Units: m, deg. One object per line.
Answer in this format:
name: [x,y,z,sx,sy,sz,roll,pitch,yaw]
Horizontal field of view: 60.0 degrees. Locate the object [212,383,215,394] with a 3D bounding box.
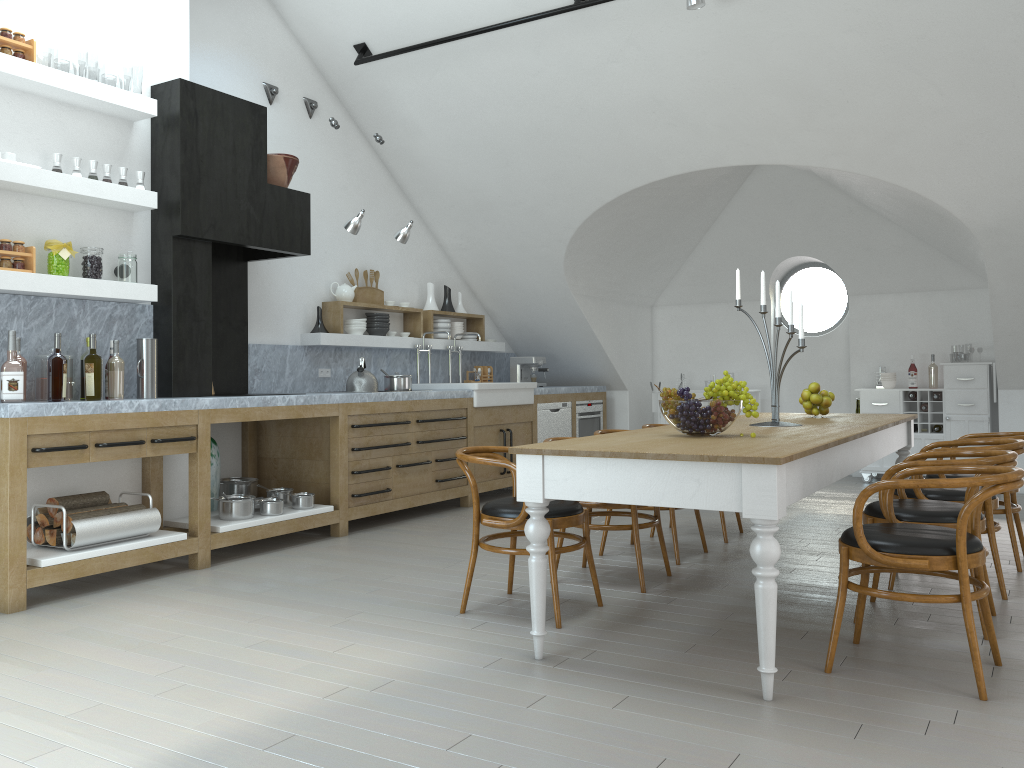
object: [-2.054,-0.132,5.893,0.148,0.427,0.078,0,-1,-24]

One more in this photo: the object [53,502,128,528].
object: [-2.195,0.684,4.628,0.101,0.087,0.362,-1,0,29]

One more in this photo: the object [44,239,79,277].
object: [-2.409,-0.663,4.697,0.128,0.199,0.163,-1,-1,26]

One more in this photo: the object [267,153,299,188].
object: [-1.642,-1.427,6.066,0.348,0.237,0.366,0,0,-41]

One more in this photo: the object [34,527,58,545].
object: [-2.290,0.769,4.699,0.091,0.089,0.455,-1,0,29]

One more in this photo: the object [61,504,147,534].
object: [-2.114,0.699,4.612,0.092,0.093,0.437,-1,0,29]

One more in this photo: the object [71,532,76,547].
object: [-2.072,0.776,4.594,0.067,0.067,0.422,-1,0,29]

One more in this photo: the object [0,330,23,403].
object: [-2.447,-0.083,4.339,0.088,0.360,0.085,0,-2,-37]

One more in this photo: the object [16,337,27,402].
object: [-2.484,-0.069,4.452,0.085,0.331,0.085,-2,-2,40]

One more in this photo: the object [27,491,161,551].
object: [-2.211,0.719,4.690,0.429,0.231,0.527,-1,0,29]

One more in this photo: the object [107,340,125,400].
object: [-2.157,-0.075,4.829,0.085,0.331,0.085,-2,-2,40]

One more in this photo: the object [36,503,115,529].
object: [-2.278,0.697,4.687,0.115,0.079,0.435,-1,0,29]

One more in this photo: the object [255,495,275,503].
object: [-1.636,0.762,5.763,0.041,0.045,0.247,-1,0,30]

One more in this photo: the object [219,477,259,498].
object: [-1.985,0.731,6.124,0.455,0.197,0.268,-1,0,-24]

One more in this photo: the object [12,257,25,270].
object: [-2.526,-0.610,4.538,0.058,0.075,0.058,0,-1,-35]

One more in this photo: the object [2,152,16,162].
object: [-2.551,-1.136,4.495,0.054,0.071,0.054,-1,-1,30]

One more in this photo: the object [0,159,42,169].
object: [-2.551,-1.108,4.494,0.113,0.025,0.295,0,0,31]

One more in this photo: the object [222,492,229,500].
object: [-1.683,0.722,5.379,0.051,0.152,0.190,-1,-1,31]

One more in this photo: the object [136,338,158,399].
object: [-2.081,-0.087,5.026,0.114,0.340,0.164,-1,-1,34]

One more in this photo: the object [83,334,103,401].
object: [-2.182,-0.083,4.617,0.092,0.359,0.092,0,-1,-15]

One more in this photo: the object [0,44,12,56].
object: [-2.573,-1.684,4.506,0.058,0.075,0.058,0,-1,-35]

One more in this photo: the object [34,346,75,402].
object: [-2.387,-0.053,4.619,0.184,0.286,0.183,0,-1,-35]

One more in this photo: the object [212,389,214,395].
object: [-1.989,-0.085,5.712,0.148,0.336,0.081,-1,-1,21]

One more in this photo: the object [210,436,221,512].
object: [-2.017,0.576,5.770,0.231,0.499,0.230,0,-1,-17]

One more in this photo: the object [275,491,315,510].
object: [-1.417,0.764,5.851,0.261,0.113,0.153,-1,0,31]

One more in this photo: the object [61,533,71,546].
object: [-2.142,0.778,4.634,0.067,0.067,0.422,-1,0,29]

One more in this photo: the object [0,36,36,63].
object: [-2.571,-1.708,4.508,0.120,0.146,0.237,-1,0,31]

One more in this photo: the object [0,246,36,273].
object: [-2.559,-0.634,4.482,0.120,0.146,0.237,-1,0,31]

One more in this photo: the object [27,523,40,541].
object: [-2.363,0.762,4.745,0.091,0.092,0.437,-1,0,29]

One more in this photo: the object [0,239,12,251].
object: [-2.562,-0.696,4.483,0.058,0.075,0.058,0,-1,-35]

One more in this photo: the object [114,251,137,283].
object: [-2.198,-0.658,5.054,0.103,0.178,0.207,0,-1,-36]

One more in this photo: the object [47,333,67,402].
object: [-2.282,-0.077,4.447,0.092,0.359,0.093,0,-1,-24]

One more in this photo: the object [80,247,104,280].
object: [-2.308,-0.659,4.869,0.120,0.183,0.120,0,-1,-44]

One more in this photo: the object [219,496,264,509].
object: [-1.761,0.767,5.755,0.508,0.052,0.263,-1,0,8]

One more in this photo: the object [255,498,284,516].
object: [-1.556,0.768,5.582,0.261,0.113,0.153,-1,0,21]

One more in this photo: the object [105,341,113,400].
object: [-2.215,-0.076,4.922,0.081,0.330,0.081,0,-1,-31]

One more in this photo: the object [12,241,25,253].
object: [-2.527,-0.697,4.540,0.058,0.075,0.058,0,-1,-35]

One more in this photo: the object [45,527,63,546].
object: [-2.207,0.769,4.674,0.093,0.084,0.479,-1,0,29]

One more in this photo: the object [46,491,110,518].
object: [-2.263,0.627,4.629,0.104,0.102,0.292,-1,0,29]

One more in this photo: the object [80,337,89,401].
object: [-2.248,-0.079,4.717,0.092,0.339,0.092,0,-2,-41]

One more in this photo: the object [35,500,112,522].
object: [-2.336,0.673,4.742,0.071,0.073,0.422,-1,0,29]

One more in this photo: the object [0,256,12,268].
object: [-2.561,-0.610,4.481,0.058,0.075,0.058,0,-1,-35]

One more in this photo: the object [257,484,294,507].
object: [-1.596,0.757,6.015,0.182,0.134,0.308,0,0,-34]

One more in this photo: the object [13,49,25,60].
object: [-2.538,-1.685,4.563,0.058,0.075,0.058,0,-1,-35]

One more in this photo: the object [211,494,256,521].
object: [-1.758,0.750,5.460,0.378,0.164,0.223,-1,0,21]
